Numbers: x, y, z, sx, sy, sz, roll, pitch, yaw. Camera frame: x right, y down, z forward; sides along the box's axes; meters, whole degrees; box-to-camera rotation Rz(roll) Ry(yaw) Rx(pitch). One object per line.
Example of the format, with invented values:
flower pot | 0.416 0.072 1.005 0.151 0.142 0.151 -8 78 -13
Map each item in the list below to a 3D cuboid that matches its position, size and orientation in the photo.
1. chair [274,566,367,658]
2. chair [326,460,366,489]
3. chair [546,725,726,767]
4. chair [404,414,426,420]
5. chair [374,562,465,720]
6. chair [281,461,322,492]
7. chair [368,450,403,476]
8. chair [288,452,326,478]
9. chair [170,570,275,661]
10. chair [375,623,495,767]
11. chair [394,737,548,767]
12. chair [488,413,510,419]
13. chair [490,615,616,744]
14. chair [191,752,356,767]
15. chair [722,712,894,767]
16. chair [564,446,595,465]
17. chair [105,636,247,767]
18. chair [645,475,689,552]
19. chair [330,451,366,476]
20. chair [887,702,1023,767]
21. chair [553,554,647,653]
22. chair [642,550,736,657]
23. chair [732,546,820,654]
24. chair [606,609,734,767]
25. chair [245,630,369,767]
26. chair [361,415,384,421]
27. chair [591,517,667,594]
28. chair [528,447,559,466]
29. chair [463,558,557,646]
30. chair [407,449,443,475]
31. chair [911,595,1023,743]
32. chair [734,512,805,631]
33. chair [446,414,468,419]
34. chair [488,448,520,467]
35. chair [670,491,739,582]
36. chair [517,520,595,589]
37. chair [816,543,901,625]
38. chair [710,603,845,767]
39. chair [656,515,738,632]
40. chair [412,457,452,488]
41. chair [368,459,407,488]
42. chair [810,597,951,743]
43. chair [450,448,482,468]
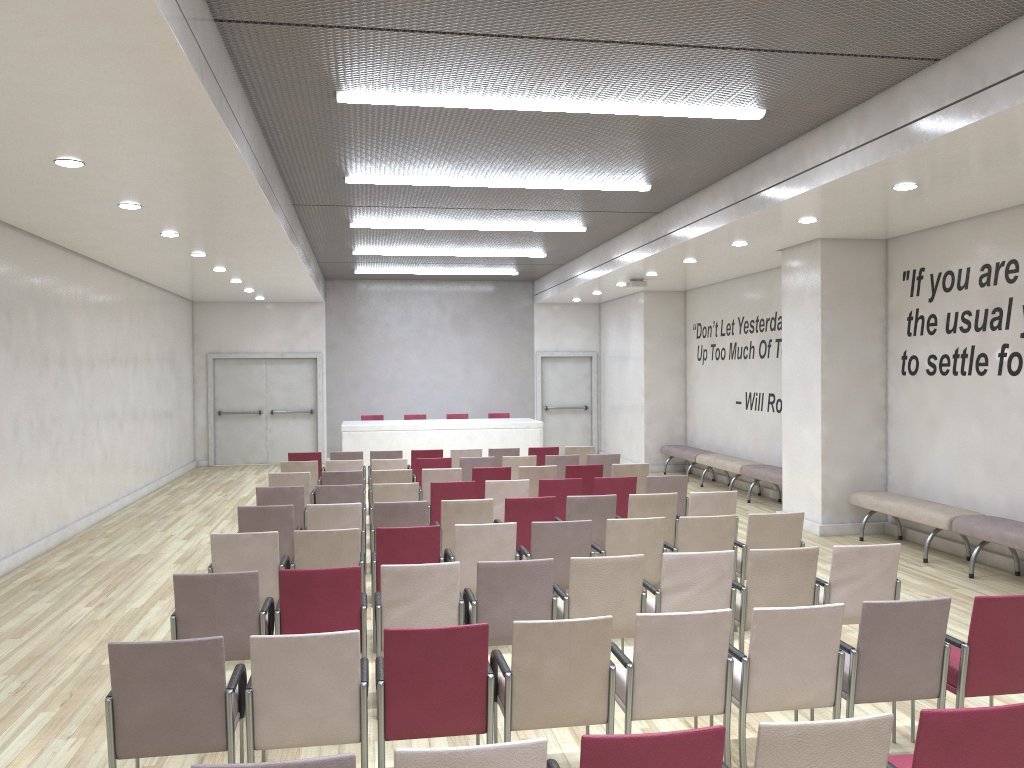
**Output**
chair | -1.106 1.456 5.190 0.513 0.890 0.640 -1 1 -10
chair | -2.112 1.381 11.246 0.513 0.890 0.640 -1 1 -9
chair | 0.385 1.475 2.940 0.513 0.890 0.640 -1 1 -9
chair | -1.910 1.065 17.713 0.513 0.890 0.640 -1 1 -10
chair | -0.558 1.450 5.285 0.513 0.890 0.640 -1 1 -9
chair | -2.656 1.387 11.167 0.513 0.890 0.640 -1 1 -10
chair | -1.778 1.361 12.562 0.513 0.890 0.640 -1 1 -9
chair | -2.866 1.372 12.369 0.513 0.890 0.640 -1 1 -9
chair | -1.646 1.461 5.099 0.513 0.890 0.640 -1 1 -9
chair | -0.362 1.465 4.051 0.513 0.890 0.640 -1 1 -9
chair | -0.157 1.480 2.858 0.513 0.890 0.640 -1 1 -9
chair | -0.217 1.048 17.993 0.513 0.890 0.640 -1 1 -10
chair | 0.178 1.460 4.147 0.513 0.890 0.640 -1 1 -10
chair | -0.704 1.486 2.763 0.513 0.890 0.640 -1 1 -9
chair | 0.928 1.469 3.025 0.513 0.890 0.640 -1 1 -9
chair | 0.933 1.333 12.993 0.513 0.890 0.640 -1 1 -9
chair | -1.449 1.476 3.889 0.513 0.890 0.640 -1 1 -10
chair | 1.545 1.378 9.365 0.513 0.890 0.640 -1 1 -10
chair | -2.312 1.366 12.461 0.513 0.890 0.640 -1 1 -9
chair | 1.462 1.464 3.120 0.513 0.890 0.640 -1 1 -10
chair | 0.511 1.439 5.448 0.513 0.890 0.640 -1 1 -10
chair | 1.070 1.434 5.550 0.513 0.890 0.640 -1 1 -8
chair | 1.602 1.428 5.639 0.513 0.890 0.640 -1 1 -9
chair | 0.728 1.454 4.250 0.513 0.890 0.640 -1 1 -9
chair | -0.899 1.471 3.965 0.513 0.890 0.640 -1 1 -9
chair | -2.757 1.074 17.572 0.513 0.890 0.640 -1 1 -10
chair | 0.861 1.419 6.766 0.513 0.890 0.640 -1 1 -10
chair | 0.406 1.339 12.911 0.513 0.890 0.640 -1 1 -10
chair | -0.021 1.445 5.356 0.513 0.890 0.640 -1 1 -9
chair | -1.228 1.355 12.644 0.513 0.890 0.640 -1 1 -10
chair | 2.358 1.438 4.502 0.513 0.890 0.640 -1 1 -9
chair | 1.942 1.408 6.946 0.513 0.890 0.640 -1 1 -10
chair | -1.063 1.056 17.853 0.513 0.890 0.640 -1 1 -10
chair | -0.150 1.344 12.817 0.513 0.890 0.640 -1 1 -9
chair | 1.743 1.393 8.150 0.513 0.890 0.640 -1 1 -10
chair | 0.320 1.424 6.665 0.513 0.890 0.640 -1 1 -9
chair | 2.136 1.423 5.723 0.513 0.890 0.640 -1 1 -9
chair | 1.263 1.449 4.327 0.513 0.890 0.640 -1 1 -10
chair | 1.401 1.413 6.840 0.513 0.890 0.640 -1 1 -10
chair | -1.024 1.370 11.441 0.513 0.890 0.640 -1 1 -9
chair | -1.576 1.376 11.347 0.513 0.890 0.640 -1 1 -10
chair | 1.804 1.443 4.428 0.513 0.890 0.640 -1 1 -9
chair | -0.680 1.350 12.739 0.513 0.890 0.640 -1 1 -9
